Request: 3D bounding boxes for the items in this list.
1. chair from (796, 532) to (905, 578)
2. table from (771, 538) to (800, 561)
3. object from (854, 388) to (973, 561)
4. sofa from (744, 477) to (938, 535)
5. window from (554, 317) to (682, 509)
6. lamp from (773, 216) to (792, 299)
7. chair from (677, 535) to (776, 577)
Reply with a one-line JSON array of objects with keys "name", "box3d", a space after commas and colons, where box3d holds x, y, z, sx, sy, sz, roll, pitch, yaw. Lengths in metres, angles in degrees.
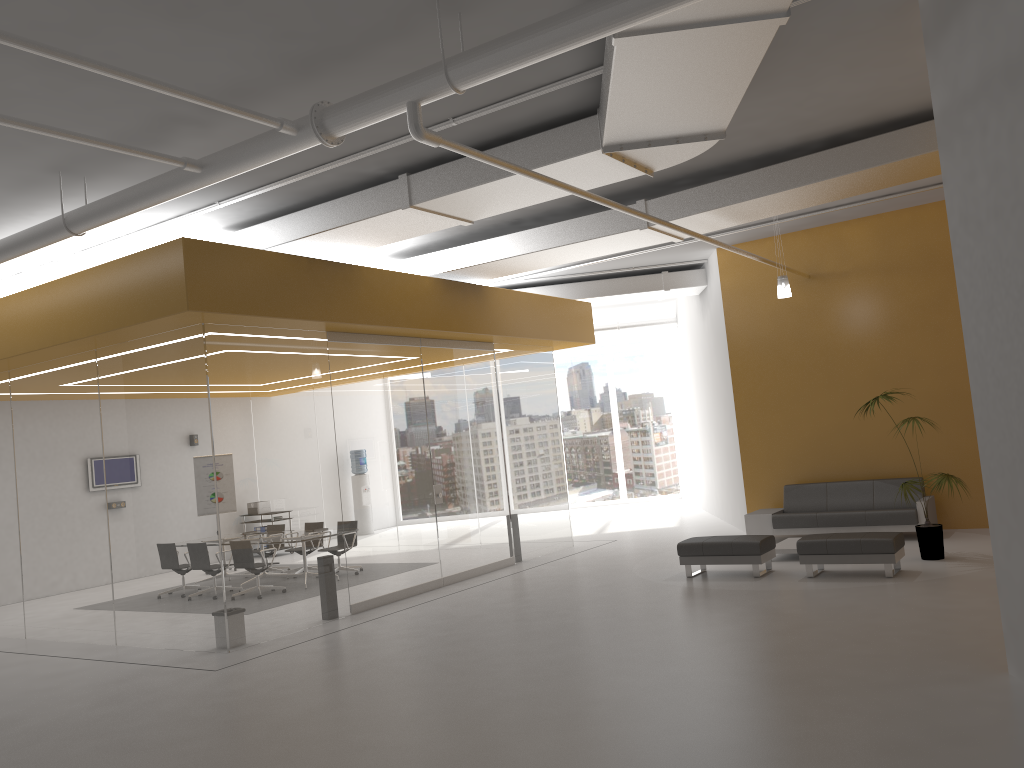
[{"name": "chair", "box3d": [3.675, 1.844, 9.598, 1.012, 0.423, 0.575, -8, -4, 33]}, {"name": "table", "box3d": [3.834, 2.067, 11.133, 1.000, 0.150, 1.000, -8, -4, 33]}, {"name": "object", "box3d": [4.566, 1.017, 10.123, 0.912, 1.956, 1.222, -5, -4, -16]}, {"name": "sofa", "box3d": [4.524, 1.769, 12.337, 2.400, 0.761, 0.860, -8, -4, 33]}, {"name": "window", "box3d": [1.133, 0.870, 22.056, 8.533, 4.498, 0.100, -6, -4, 3]}, {"name": "lamp", "box3d": [3.422, -1.717, 11.361, 0.174, 1.227, 0.174, -5, -4, -15]}, {"name": "chair", "box3d": [2.521, 2.012, 10.387, 1.012, 0.423, 0.575, -8, -4, 33]}]
